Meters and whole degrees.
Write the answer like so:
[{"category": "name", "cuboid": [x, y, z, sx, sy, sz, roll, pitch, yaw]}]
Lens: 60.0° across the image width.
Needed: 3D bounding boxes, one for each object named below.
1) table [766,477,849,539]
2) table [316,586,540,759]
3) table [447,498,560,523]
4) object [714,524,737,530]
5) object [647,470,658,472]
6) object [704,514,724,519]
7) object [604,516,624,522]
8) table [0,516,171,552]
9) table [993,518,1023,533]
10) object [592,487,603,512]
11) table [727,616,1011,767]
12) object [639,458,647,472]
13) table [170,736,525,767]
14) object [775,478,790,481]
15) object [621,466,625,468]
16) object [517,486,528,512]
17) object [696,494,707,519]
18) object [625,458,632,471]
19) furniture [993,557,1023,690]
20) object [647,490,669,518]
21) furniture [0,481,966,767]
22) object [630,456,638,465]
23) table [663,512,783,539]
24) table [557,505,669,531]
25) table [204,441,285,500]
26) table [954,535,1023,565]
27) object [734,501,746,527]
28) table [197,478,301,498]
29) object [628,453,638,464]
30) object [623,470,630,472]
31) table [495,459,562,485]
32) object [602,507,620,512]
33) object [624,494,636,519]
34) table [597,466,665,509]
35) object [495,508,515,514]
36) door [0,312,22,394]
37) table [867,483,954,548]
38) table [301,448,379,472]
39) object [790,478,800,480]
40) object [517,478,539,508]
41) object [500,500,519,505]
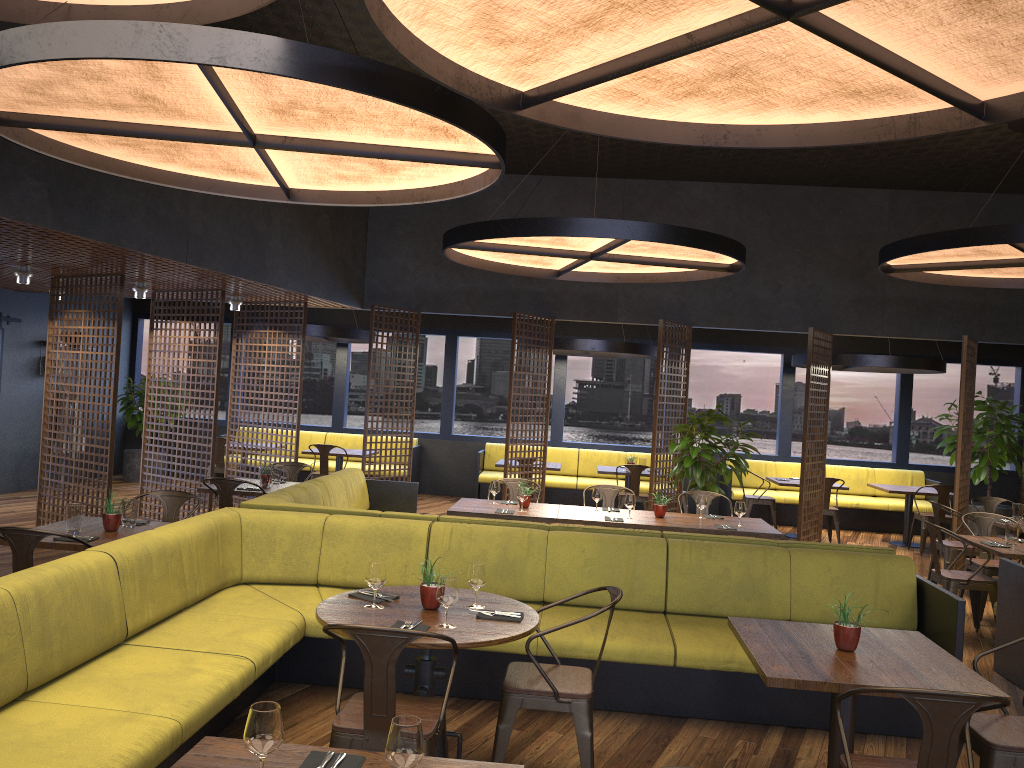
[{"category": "table", "cuboid": [4.008, 1.722, 12.161, 0.906, 0.763, 0.887, 3, 0, 5]}, {"category": "table", "cuboid": [-0.399, 1.411, 4.029, 1.007, 0.760, 1.007, 3, 0, 42]}, {"category": "table", "cuboid": [-0.072, 1.453, 7.703, 0.906, 0.763, 0.887, 3, 0, 5]}, {"category": "object", "cuboid": [1.750, 1.169, 7.283, 0.157, 0.019, 0.255, 3, 0, 5]}, {"category": "object", "cuboid": [1.963, 1.208, 12.313, 0.157, 0.019, 0.255, 3, 0, 4]}, {"category": "object", "cuboid": [1.789, 1.175, 7.847, 0.157, 0.019, 0.255, 3, 0, 5]}, {"category": "object", "cuboid": [0.846, 1.115, 7.357, 0.157, 0.019, 0.255, 3, 0, 5]}, {"category": "table", "cuboid": [-2.522, 1.293, 5.497, 0.887, 0.763, 0.906, 3, 0, 5]}, {"category": "table", "cuboid": [5.225, 1.775, 8.810, 0.887, 0.763, 0.906, 3, 0, 5]}, {"category": "object", "cuboid": [0.749, 1.018, 7.819, 0.097, 0.206, 0.097, 4, 0, -40]}, {"category": "table", "cuboid": [1.420, 1.518, 3.769, 0.887, 0.763, 0.906, 3, 0, 5]}, {"category": "object", "cuboid": [1.806, 1.119, 12.275, 0.102, 0.178, 0.102, 3, 0, -10]}, {"category": "table", "cuboid": [-0.474, 1.395, 2.022, 0.906, 0.763, 0.887, 3, 0, 5]}, {"category": "object", "cuboid": [3.721, 1.313, 12.217, 0.157, 0.019, 0.255, 3, 0, 4]}, {"category": "object", "cuboid": [1.675, 1.194, 12.694, 0.255, 0.019, 0.157, 3, 0, 4]}, {"category": "object", "cuboid": [0.089, 0.977, 7.534, 0.097, 0.206, 0.097, 4, 0, -40]}, {"category": "object", "cuboid": [1.654, 1.072, 7.745, 0.097, 0.206, 0.097, 4, 0, -40]}, {"category": "object", "cuboid": [1.595, 1.106, 12.195, 0.102, 0.178, 0.102, 3, 0, -10]}, {"category": "furniture", "cuboid": [5.262, 1.694, 7.753, 3.378, 0.916, 4.755, 3, 0, 5]}, {"category": "object", "cuboid": [1.272, 1.013, 7.653, 0.238, 0.271, 0.260, 3, 0, 26]}, {"category": "furniture", "cuboid": [0.051, 1.367, 4.877, 4.895, 0.914, 7.462, 3, 0, 0]}, {"category": "object", "cuboid": [1.718, 1.115, 12.533, 0.102, 0.178, 0.102, 3, 0, -10]}, {"category": "table", "cuboid": [1.730, 1.559, 7.560, 0.906, 0.763, 0.887, 3, 0, 5]}, {"category": "table", "cuboid": [0.830, 1.506, 7.629, 0.906, 0.763, 0.887, 3, 0, 5]}, {"category": "table", "cuboid": [-3.853, 1.258, 12.803, 0.887, 0.763, 0.906, 3, 0, 5]}, {"category": "table", "cuboid": [4.213, 1.705, 7.199, 0.887, 0.763, 0.906, 3, 0, 5]}, {"category": "object", "cuboid": [1.897, 1.084, 7.385, 0.097, 0.206, 0.097, 4, 0, -40]}, {"category": "table", "cuboid": [-2.307, 1.322, 8.189, 0.887, 0.763, 0.906, 3, 0, 5]}, {"category": "object", "cuboid": [1.671, 1.065, 12.365, 0.238, 0.271, 0.260, 3, 0, 26]}, {"category": "object", "cuboid": [1.629, 1.187, 12.033, 0.255, 0.019, 0.157, 3, 0, 4]}, {"category": "table", "cuboid": [0.226, 1.499, 12.468, 0.887, 0.763, 0.906, 3, 0, 5]}, {"category": "object", "cuboid": [0.885, 1.121, 7.921, 0.157, 0.019, 0.255, 3, 0, 5]}, {"category": "object", "cuboid": [0.993, 1.031, 7.460, 0.097, 0.206, 0.097, 4, 0, -40]}, {"category": "table", "cuboid": [1.620, 1.581, 12.357, 0.906, 0.763, 0.887, 3, 0, 5]}, {"category": "object", "cuboid": [-0.058, 1.062, 7.431, 0.157, 0.019, 0.255, 3, 0, 5]}, {"category": "door", "cuboid": [-6.753, 0.250, 10.679, 0.052, 2.386, 2.441, 3, 0, 5]}, {"category": "table", "cuboid": [5.400, 1.804, 12.043, 0.887, 0.763, 0.906, 3, 0, 5]}, {"category": "table", "cuboid": [-2.460, 1.340, 12.689, 0.887, 0.763, 0.906, 3, 0, 5]}, {"category": "object", "cuboid": [4.043, 1.334, 12.498, 0.255, 0.019, 0.157, 3, 0, 4]}, {"category": "object", "cuboid": [0.103, 0.944, 7.749, 0.238, 0.271, 0.260, 3, 0, 26]}, {"category": "object", "cuboid": [-0.019, 1.068, 7.995, 0.157, 0.019, 0.255, 3, 0, 5]}]
